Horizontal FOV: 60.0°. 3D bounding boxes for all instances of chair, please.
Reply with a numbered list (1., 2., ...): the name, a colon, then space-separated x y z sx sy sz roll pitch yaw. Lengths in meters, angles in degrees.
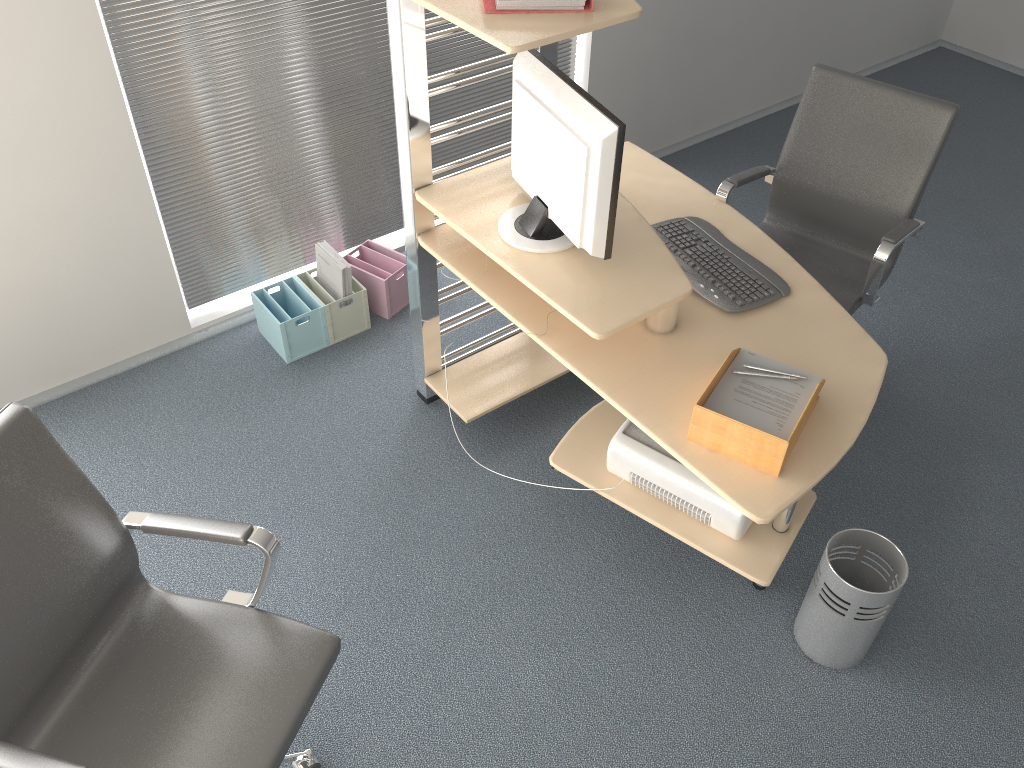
1. chair: -0.757 0.640 1.849 0.652 1.048 0.584 13 44 13
2. chair: 1.008 -0.428 3.048 0.584 1.048 0.652 29 50 27

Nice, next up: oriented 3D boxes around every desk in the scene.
1. desk: 0.484 -0.325 2.543 0.967 1.566 1.469 -27 50 -27

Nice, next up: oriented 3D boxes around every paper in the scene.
1. paper: 0.596 0.034 2.127 0.210 0.010 0.297 23 47 22

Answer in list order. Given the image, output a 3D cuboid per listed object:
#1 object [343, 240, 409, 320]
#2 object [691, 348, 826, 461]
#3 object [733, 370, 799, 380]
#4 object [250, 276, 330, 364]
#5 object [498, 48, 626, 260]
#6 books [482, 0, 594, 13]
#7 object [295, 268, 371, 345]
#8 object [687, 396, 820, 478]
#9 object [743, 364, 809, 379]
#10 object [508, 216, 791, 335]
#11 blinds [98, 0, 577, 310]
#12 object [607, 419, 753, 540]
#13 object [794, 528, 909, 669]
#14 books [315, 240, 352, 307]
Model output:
1. object: -0.548 -0.427 3.644 0.245 0.202 0.185 26 48 24
2. object: 0.596 0.023 2.115 0.225 0.060 0.309 23 47 22
3. object: 0.624 -0.021 2.176 0.159 0.009 0.008 6 43 5
4. object: -0.858 -0.247 3.442 0.185 0.202 0.245 -27 50 -27
5. object: 0.084 -0.598 2.359 0.245 0.418 0.516 -10 44 -12
6. books: 0.052 -1.021 2.211 0.262 0.072 0.320 -3 43 -4
7. object: -0.710 -0.321 3.526 0.185 0.202 0.245 -27 50 -27
8. object: 0.595 0.064 2.154 0.225 0.060 0.309 23 47 22
9. object: 0.651 -0.030 2.186 0.159 0.009 0.008 12 44 11
10. object: 0.358 -0.262 2.561 0.814 0.082 0.478 -21 47 -22
11. blinds: -0.477 -1.706 2.993 1.950 2.770 0.022 -27 50 -27
12. object: 0.548 0.207 2.585 0.438 0.162 0.351 28 49 26
13. object: 0.924 0.597 2.443 0.208 0.377 0.208 5 43 4
14. books: -0.697 -0.379 3.485 0.068 0.306 0.220 -27 50 -27
